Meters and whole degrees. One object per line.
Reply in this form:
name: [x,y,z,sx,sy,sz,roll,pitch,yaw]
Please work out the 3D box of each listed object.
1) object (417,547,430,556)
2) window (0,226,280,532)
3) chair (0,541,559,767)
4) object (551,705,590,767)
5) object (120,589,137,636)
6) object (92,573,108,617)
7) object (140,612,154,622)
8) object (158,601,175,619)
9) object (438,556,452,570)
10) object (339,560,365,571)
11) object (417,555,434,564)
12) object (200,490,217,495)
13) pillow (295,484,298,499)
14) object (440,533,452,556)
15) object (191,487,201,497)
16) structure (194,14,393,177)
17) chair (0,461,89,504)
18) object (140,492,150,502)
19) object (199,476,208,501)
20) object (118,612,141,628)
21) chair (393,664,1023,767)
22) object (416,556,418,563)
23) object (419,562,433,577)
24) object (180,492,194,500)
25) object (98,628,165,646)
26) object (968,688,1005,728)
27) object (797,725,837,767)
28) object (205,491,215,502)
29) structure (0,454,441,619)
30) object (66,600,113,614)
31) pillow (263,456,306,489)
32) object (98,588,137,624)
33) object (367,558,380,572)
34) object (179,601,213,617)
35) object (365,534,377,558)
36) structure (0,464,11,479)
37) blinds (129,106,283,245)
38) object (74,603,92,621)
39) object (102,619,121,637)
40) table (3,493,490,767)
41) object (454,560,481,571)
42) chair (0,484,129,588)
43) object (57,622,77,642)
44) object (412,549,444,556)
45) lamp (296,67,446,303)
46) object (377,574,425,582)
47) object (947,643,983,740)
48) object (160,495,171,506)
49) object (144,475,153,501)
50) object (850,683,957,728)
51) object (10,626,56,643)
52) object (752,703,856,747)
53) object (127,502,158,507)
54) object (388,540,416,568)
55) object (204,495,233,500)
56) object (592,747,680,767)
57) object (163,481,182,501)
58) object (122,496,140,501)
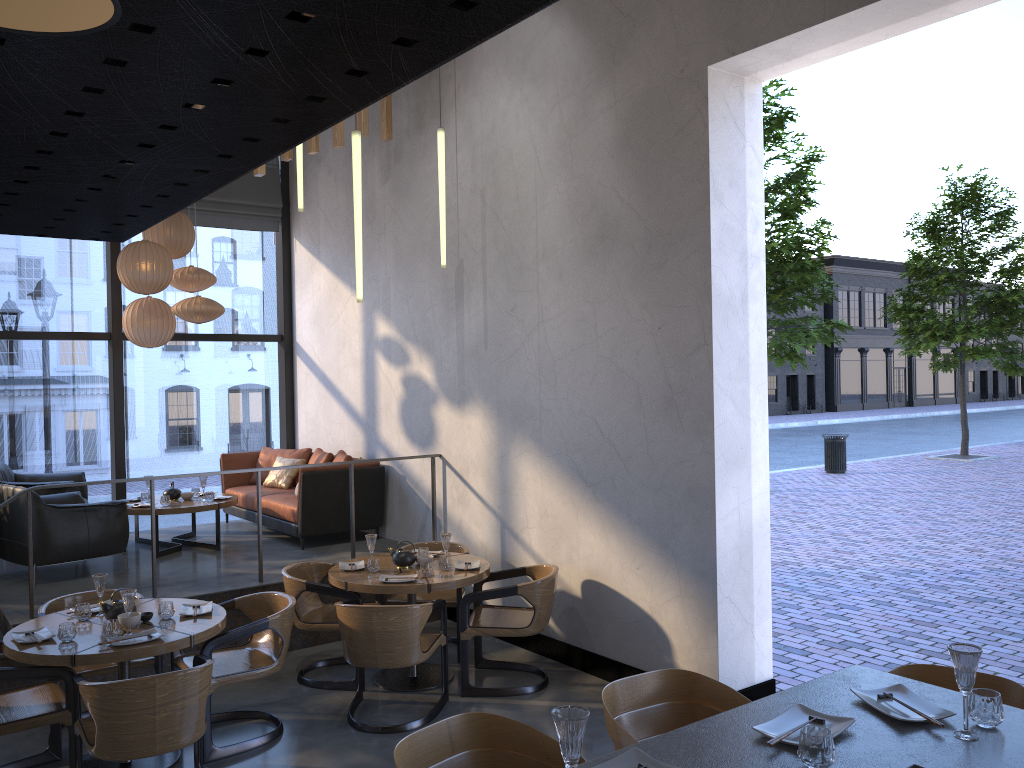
object: [-0.628,1.206,6.296,0.086,0.086,0.086,-2,1,-43]
window: [-3.638,-0.850,1.483,12.739,5.897,12.900,-1,1,-36]
chair: [-3.212,1.703,2.602,9.749,0.759,4.352,-1,1,-35]
object: [0.126,0.807,1.877,0.082,0.227,0.082,-1,0,-2]
object: [-1.970,1.175,4.561,0.082,0.227,0.082,-1,0,23]
object: [-2.298,1.179,4.952,0.082,0.227,0.082,-1,0,-16]
object: [-1.986,1.267,4.808,0.080,0.042,0.080,-1,0,18]
object: [-1.896,1.242,4.863,0.086,0.086,0.086,-1,1,-34]
object: [-0.450,1.205,5.957,0.086,0.086,0.086,-1,0,29]
object: [-1.090,1.248,6.049,0.170,0.025,0.294,-1,0,-11]
object: [-0.596,1.218,6.092,0.116,0.065,0.116,-1,0,-11]
object: [-2.958,1.054,8.544,0.294,0.025,0.170,-1,1,34]
pillow: [-1.964,0.946,8.446,0.203,0.263,0.332,-1,0,-16]
object: [-0.449,1.134,6.042,0.082,0.227,0.082,-1,0,-14]
object: [-2.991,1.025,8.384,0.086,0.086,0.086,-1,0,-32]
structure: [-2.248,-0.877,0.662,10.399,5.894,10.127,-1,1,-36]
chair: [-4.350,1.076,8.121,0.833,0.743,1.030,-1,0,-22]
object: [-3.347,1.034,8.096,0.086,0.086,0.086,-1,0,1]
object: [-2.817,0.953,8.100,0.082,0.227,0.082,-1,0,6]
object: [-2.029,1.257,4.706,0.116,0.065,0.116,-1,0,32]
chair: [1.595,1.472,1.255,5.395,1.047,2.787,-1,0,31]
object: [-0.644,1.230,6.191,0.080,0.042,0.080,-1,1,36]
object: [-0.559,1.209,5.777,0.086,0.086,0.086,-1,0,25]
object: [-2.995,1.037,8.178,0.116,0.065,0.116,-1,0,-7]
object: [-1.907,1.277,4.426,0.294,0.025,0.170,-1,1,-39]
object: [1.242,0.852,2.325,0.086,0.086,0.086,-1,0,-9]
object: [0.721,0.864,2.100,0.086,0.086,0.086,-1,0,-15]
object: [-2.745,1.022,8.052,0.086,0.086,0.086,-1,0,-32]
structure: [-2.644,-0.096,0.493,11.718,4.117,9.054,-1,1,-37]
object: [-2.385,1.282,5.052,0.170,0.025,0.294,-1,1,38]
pillow: [-2.384,0.922,9.247,0.393,0.311,0.289,-1,1,34]
object: [-2.129,1.201,4.817,0.168,0.179,0.163,-1,0,1]
object: [-0.928,1.215,5.950,0.086,0.086,0.086,-1,0,-13]
object: [-1.770,1.270,4.968,0.170,0.025,0.294,-1,0,-17]
object: [-0.958,1.144,6.051,0.082,0.227,0.082,-1,0,25]
structure: [-6.230,1.354,0.484,4.306,1.608,15.715,-1,0,2]
blinds: [-8.014,-2.563,1.855,8.760,2.314,17.610,-1,0,7]
object: [-2.354,1.251,4.864,0.086,0.086,0.086,-1,1,36]
object: [-2.036,1.248,4.508,0.086,0.086,0.086,-1,0,-11]
table: [-4.691,1.622,3.442,10.659,0.968,6.876,-1,1,-36]
object: [-0.304,1.233,6.001,0.170,0.025,0.294,-1,0,1]
chair: [-3.636,1.146,7.124,1.030,0.743,0.833,-1,1,39]
object: [-2.244,1.252,4.472,0.086,0.086,0.086,-1,0,-11]
object: [-0.624,1.236,6.459,0.294,0.025,0.170,-1,0,24]
lamp: [-1.631,-5.036,0.591,8.975,10.231,8.774,-1,1,-38]
object: [-0.705,1.244,5.658,0.294,0.025,0.170,-1,0,2]
object: [1.154,0.783,2.258,0.082,0.227,0.082,-1,0,25]
object: [-3.057,1.030,7.821,0.086,0.086,0.086,-1,0,-32]
object: [-3.359,0.963,8.200,0.082,0.227,0.082,-1,1,35]
object: [1.080,0.885,2.424,0.170,0.025,0.294,-1,0,-11]
object: [-2.428,1.286,4.505,0.170,0.025,0.294,-1,1,-39]
object: [0.741,0.893,2.287,0.294,0.025,0.170,-2,1,-43]
object: [-3.243,1.065,7.799,0.294,0.025,0.170,-1,1,34]
object: [-0.745,1.164,6.088,0.168,0.179,0.163,-1,0,-32]
object: [-2.703,1.051,8.198,0.294,0.025,0.170,-1,1,34]
object: [0.240,0.905,2.022,0.294,0.025,0.170,-1,1,-38]
object: [-3.143,0.983,8.201,0.168,0.179,0.163,-1,0,19]
object: [-3.489,1.067,8.222,0.170,0.025,0.294,-1,0,-1]
